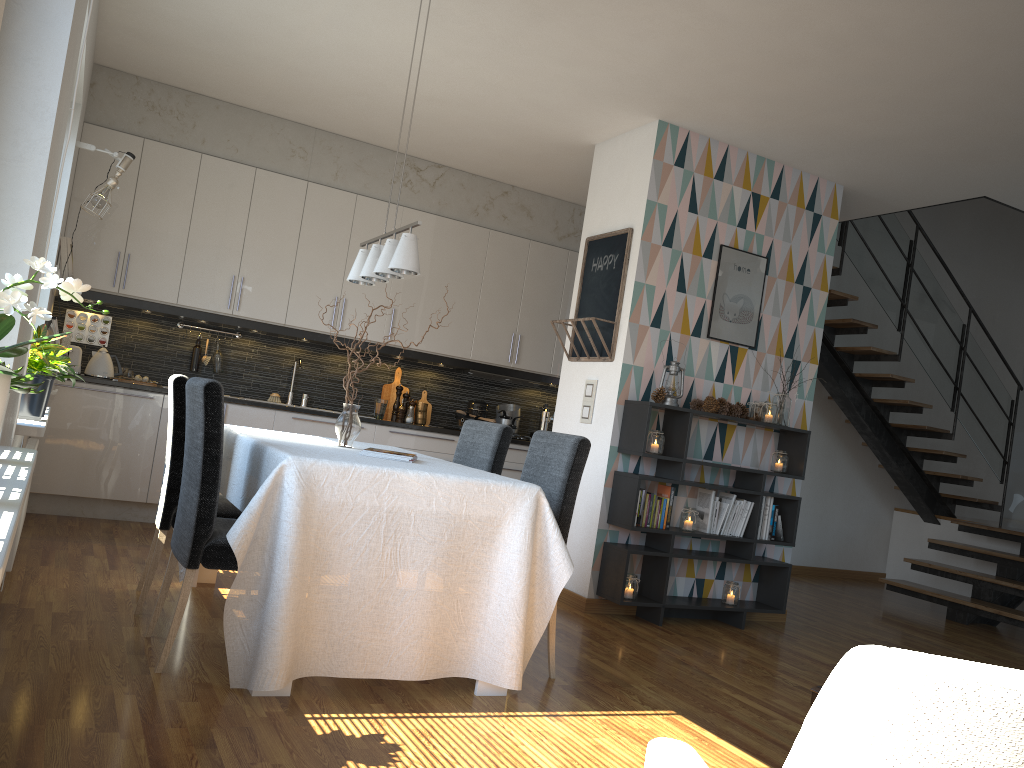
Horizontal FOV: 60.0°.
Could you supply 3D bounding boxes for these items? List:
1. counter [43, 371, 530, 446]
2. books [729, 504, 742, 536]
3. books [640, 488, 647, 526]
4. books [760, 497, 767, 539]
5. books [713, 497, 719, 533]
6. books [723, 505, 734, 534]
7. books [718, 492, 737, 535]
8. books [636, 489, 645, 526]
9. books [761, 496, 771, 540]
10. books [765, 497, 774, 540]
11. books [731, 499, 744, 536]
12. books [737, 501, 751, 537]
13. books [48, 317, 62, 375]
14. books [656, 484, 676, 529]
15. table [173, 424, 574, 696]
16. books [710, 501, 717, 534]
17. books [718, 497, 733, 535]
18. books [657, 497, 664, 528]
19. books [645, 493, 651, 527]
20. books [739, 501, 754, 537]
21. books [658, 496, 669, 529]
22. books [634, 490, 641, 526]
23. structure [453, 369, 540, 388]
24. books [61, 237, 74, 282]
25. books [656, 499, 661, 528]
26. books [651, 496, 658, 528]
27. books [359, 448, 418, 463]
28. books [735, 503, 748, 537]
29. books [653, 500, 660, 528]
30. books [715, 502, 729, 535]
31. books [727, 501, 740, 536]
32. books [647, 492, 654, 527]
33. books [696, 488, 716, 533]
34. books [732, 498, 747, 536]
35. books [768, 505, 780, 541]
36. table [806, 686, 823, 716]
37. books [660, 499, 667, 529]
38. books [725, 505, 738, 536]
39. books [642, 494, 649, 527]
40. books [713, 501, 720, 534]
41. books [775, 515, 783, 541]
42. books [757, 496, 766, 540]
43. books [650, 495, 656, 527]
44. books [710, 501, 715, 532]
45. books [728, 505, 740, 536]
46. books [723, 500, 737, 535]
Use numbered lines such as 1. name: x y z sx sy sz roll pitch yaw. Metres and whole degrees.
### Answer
1. counter: -1.090 0.336 6.495 4.254 0.192 0.622 10 -3 -27
2. books: 1.266 0.785 5.185 0.063 0.192 0.124 10 -2 -27
3. books: 0.694 0.677 4.907 0.014 0.203 0.115 10 -2 -27
4. books: 1.445 0.789 5.303 0.019 0.250 0.159 10 -2 -27
5. books: 1.140 0.753 5.139 0.010 0.211 0.118 10 -2 -27
6. books: 1.219 0.780 5.160 0.058 0.184 0.119 10 -2 -27
7. books: 1.218 0.752 5.158 0.081 0.242 0.130 10 -2 -27
8. books: 0.673 0.675 4.896 0.032 0.200 0.123 10 -2 -27
9. books: 1.467 0.785 5.300 0.015 0.264 0.167 10 -2 -27
10. books: 1.484 0.789 5.297 0.015 0.264 0.167 10 -2 -27
11. books: 1.276 0.779 5.201 0.067 0.210 0.135 10 -2 -27
12. books: 1.324 0.786 5.216 0.067 0.210 0.135 10 -2 -27
13. books: -2.548 -0.211 4.946 0.139 0.330 0.283 10 -3 -29
14. books: 0.854 0.689 4.987 0.030 0.235 0.127 10 -2 -27
15. table: -0.718 0.648 3.696 1.236 0.762 1.855 10 -3 -26
16. books: 1.132 0.762 5.129 0.011 0.190 0.119 10 -2 -27
17. books: 1.202 0.765 5.142 0.063 0.207 0.118 10 -2 -27
18. books: 0.800 0.713 4.951 0.014 0.169 0.109 10 -2 -27
19. books: 0.720 0.693 4.916 0.015 0.181 0.116 10 -2 -27
20. books: 1.340 0.788 5.210 0.067 0.210 0.135 10 -2 -27
21. books: 0.835 0.718 4.962 0.012 0.170 0.096 10 -2 -27
22. books: 0.649 0.673 4.880 0.025 0.194 0.126 10 -2 -27
23. structure: -0.119 -0.096 7.104 0.624 0.148 0.362 10 -3 -27
24. books: -2.508 -0.661 5.001 0.109 0.299 0.364 10 -3 -27
25. books: 0.788 0.717 4.944 0.013 0.155 0.100 10 -2 -27
26. books: 0.765 0.704 4.936 0.012 0.174 0.099 10 -2 -27
27. books: -0.483 0.281 3.517 0.204 0.022 0.278 9 -3 0
28. books: 1.307 0.789 5.212 0.067 0.200 0.129 10 -2 -27
29. books: 0.777 0.715 4.937 0.013 0.155 0.100 10 -2 -27
30. books: 1.187 0.775 5.138 0.058 0.184 0.119 10 -2 -27
31. books: 1.251 0.775 5.175 0.063 0.207 0.118 10 -2 -27
32. books: 0.734 0.693 4.930 0.021 0.187 0.121 10 -2 -27
33. books: 1.110 0.730 5.124 0.021 0.245 0.130 10 -2 -27
34. books: 1.293 0.777 5.209 0.077 0.217 0.134 10 -2 -27
35. books: 1.520 0.820 5.278 0.038 0.212 0.128 10 -2 -27
36. table: 1.376 1.069 2.277 1.180 0.409 0.570 10 -3 -27
37. books: 0.819 0.718 4.954 0.022 0.165 0.096 10 -2 -27
38. books: 1.242 0.784 5.164 0.058 0.185 0.119 10 -2 -27
39. books: 0.708 0.691 4.908 0.015 0.181 0.116 10 -2 -27
40. books: 1.150 0.766 5.139 0.011 0.188 0.119 10 -2 -27
41. books: 1.569 0.853 5.287 0.067 0.149 0.098 10 -2 -27
42. books: 1.413 0.773 5.239 0.048 0.265 0.161 10 -2 -27
43. books: 0.750 0.699 4.937 0.015 0.181 0.116 10 -2 -27
44. books: 1.119 0.761 5.130 0.011 0.188 0.119 10 -2 -27
45. books: 1.257 0.787 5.174 0.058 0.184 0.119 10 -2 -27
46. books: 1.228 0.770 5.176 0.067 0.210 0.135 10 -2 -27
